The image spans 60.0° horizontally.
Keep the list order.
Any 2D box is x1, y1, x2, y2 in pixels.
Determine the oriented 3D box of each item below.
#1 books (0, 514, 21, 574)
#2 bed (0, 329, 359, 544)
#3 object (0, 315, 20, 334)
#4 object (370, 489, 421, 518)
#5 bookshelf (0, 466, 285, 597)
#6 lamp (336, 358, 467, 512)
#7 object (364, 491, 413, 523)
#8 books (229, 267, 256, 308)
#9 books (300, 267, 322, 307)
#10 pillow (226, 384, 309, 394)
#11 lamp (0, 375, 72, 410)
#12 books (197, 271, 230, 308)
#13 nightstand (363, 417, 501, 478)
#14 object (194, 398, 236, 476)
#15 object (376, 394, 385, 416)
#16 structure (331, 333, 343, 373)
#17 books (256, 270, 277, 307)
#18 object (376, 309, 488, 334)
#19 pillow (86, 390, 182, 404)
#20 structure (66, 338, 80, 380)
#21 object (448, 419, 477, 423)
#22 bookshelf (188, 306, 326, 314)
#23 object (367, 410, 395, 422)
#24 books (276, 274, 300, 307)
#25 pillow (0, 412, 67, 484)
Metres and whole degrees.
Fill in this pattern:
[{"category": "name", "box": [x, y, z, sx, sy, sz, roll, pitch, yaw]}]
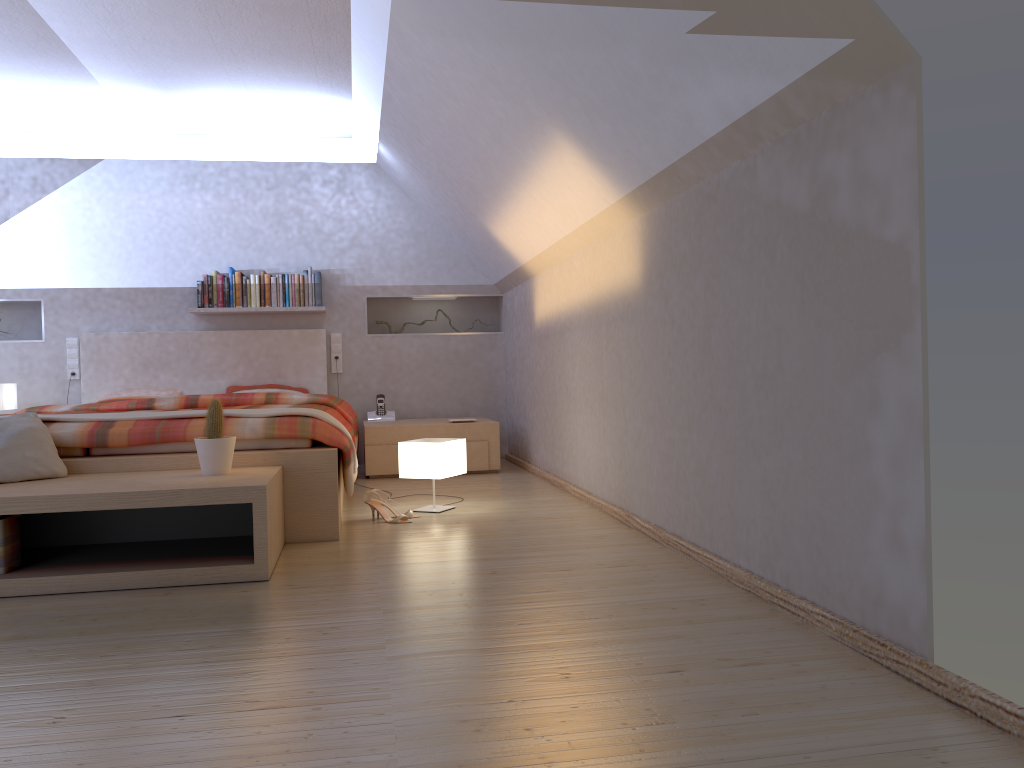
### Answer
[{"category": "books", "box": [-1.912, 0.504, 2.762, 0.652, 0.193, 0.157, -2, 1, -10]}, {"category": "bed", "box": [-1.891, 0.136, 4.799, 2.087, 0.994, 3.009, -2, 1, -10]}, {"category": "object", "box": [-3.753, -0.412, 6.165, 0.589, 0.242, 0.183, -2, 1, -11]}, {"category": "object", "box": [-0.533, 0.539, 4.021, 0.235, 0.132, 0.079, -2, 1, -4]}, {"category": "bookshelf", "box": [-1.568, 0.491, 3.004, 1.495, 0.303, 0.643, -2, 1, -10]}, {"category": "lamp", "box": [-0.721, 0.201, 5.271, 0.396, 0.788, 2.551, -2, 1, -19]}, {"category": "object", "box": [-0.548, 0.541, 3.919, 0.235, 0.132, 0.079, -1, 1, 22]}, {"category": "books", "box": [-1.883, -0.670, 6.231, 0.178, 0.281, 0.200, -2, 1, -10]}, {"category": "books", "box": [-1.430, -0.683, 6.310, 0.145, 0.281, 0.200, -2, 1, -10]}, {"category": "pillow", "box": [-1.680, 0.095, 6.030, 0.566, 0.188, 0.497, -2, 1, -9]}, {"category": "lamp", "box": [-3.279, 0.198, 5.844, 0.318, 0.515, 0.684, -1, 1, 19]}, {"category": "books", "box": [-2.073, -0.654, 6.190, 0.209, 0.260, 0.215, -2, 1, -10]}, {"category": "nightstand", "box": [-0.571, 0.420, 6.046, 0.859, 0.329, 0.847, -2, 1, -10]}, {"category": "object", "box": [-1.068, 0.186, 3.193, 0.144, 0.294, 0.144, -1, 1, 15]}, {"category": "object", "box": [-0.933, 0.158, 6.315, 0.060, 0.169, 0.079, -2, 1, -10]}, {"category": "structure", "box": [-1.275, -0.224, 6.447, 0.077, 0.286, 0.034, -2, 1, -10]}, {"category": "books", "box": [-1.726, -0.664, 6.254, 0.140, 0.260, 0.209, -2, 1, -10]}, {"category": "object", "box": [-0.575, -0.472, 6.719, 0.905, 0.193, 0.085, -2, 1, -10]}, {"category": "pillow", "box": [-2.533, 0.132, 5.930, 0.572, 0.180, 0.492, -2, 1, -10]}, {"category": "structure", "box": [-3.036, -0.175, 6.138, 0.077, 0.286, 0.034, -2, 1, -10]}, {"category": "object", "box": [-0.326, 0.243, 5.843, 0.179, 0.015, 0.177, -2, 1, -10]}, {"category": "bookshelf", "box": [-1.779, -0.518, 6.246, 0.916, 0.028, 0.223, -2, 1, -10]}, {"category": "object", "box": [-0.929, 0.223, 6.296, 0.192, 0.087, 0.153, -2, 1, -10]}, {"category": "books", "box": [-1.579, -0.654, 6.285, 0.159, 0.231, 0.200, -2, 1, -10]}, {"category": "pillow", "box": [-1.932, 0.235, 3.192, 0.470, 0.241, 0.498, -1, 1, 45]}]
